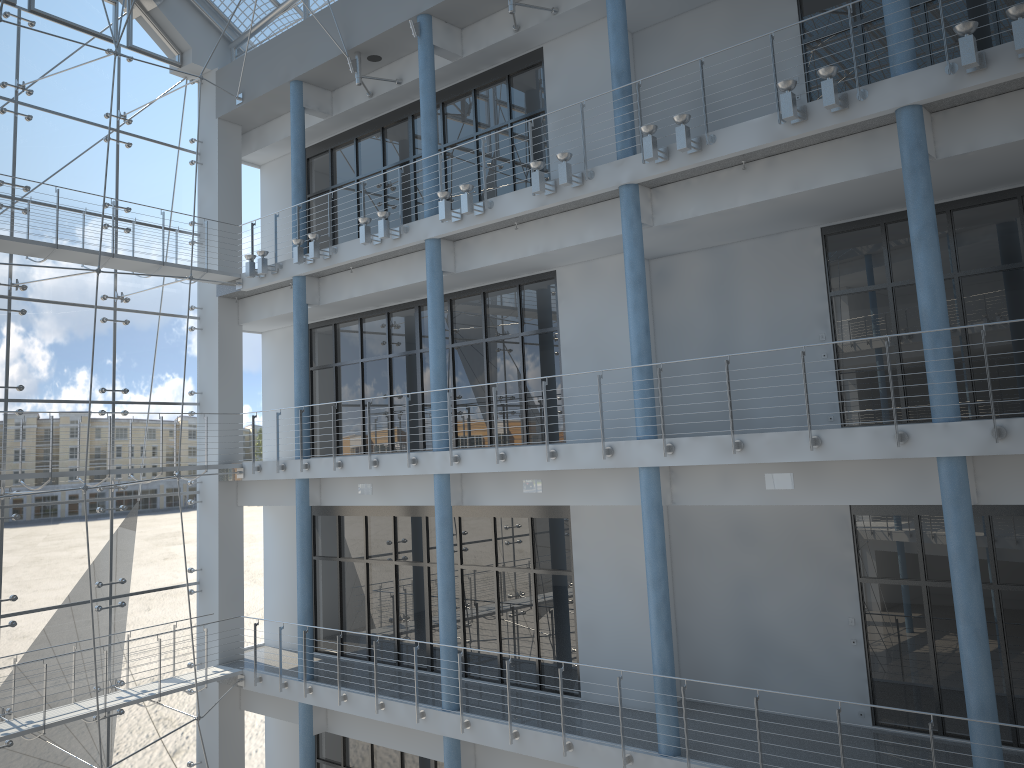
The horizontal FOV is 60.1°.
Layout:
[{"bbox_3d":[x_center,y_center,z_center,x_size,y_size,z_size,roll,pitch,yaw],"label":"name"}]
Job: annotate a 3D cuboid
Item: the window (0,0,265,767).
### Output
[{"bbox_3d":[-1.832,-0.169,1.179,0.010,2.799,3.833,-9,-8,35],"label":"window"}]
